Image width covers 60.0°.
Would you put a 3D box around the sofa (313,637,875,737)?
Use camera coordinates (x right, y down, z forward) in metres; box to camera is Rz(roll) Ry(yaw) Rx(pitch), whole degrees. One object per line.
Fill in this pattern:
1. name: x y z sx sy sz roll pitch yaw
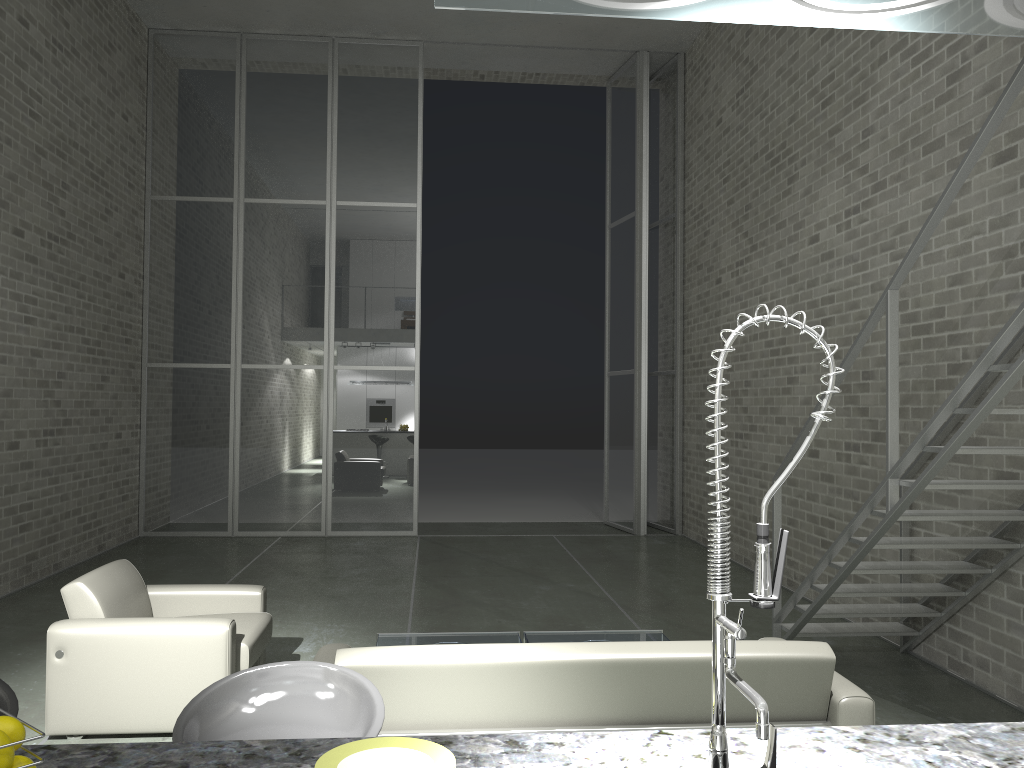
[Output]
1. sofa: 0.237 1.300 3.551 2.114 0.717 0.902 1 -1 -5

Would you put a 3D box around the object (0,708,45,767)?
1. object: -0.761 0.522 1.182 0.207 0.174 0.189 -1 -2 40

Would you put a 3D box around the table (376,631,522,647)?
1. table: -0.329 1.548 4.702 0.820 0.270 0.800 1 -1 -5

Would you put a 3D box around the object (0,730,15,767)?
1. object: -0.685 0.487 1.168 0.052 0.060 0.057 1 -2 -27

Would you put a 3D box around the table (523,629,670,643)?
1. table: 0.507 1.558 4.777 0.820 0.270 0.800 1 -1 -5

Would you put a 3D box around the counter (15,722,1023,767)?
1. counter: -0.320 1.091 1.099 4.400 0.960 0.900 1 -1 -5

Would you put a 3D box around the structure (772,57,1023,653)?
1. structure: 2.316 -0.442 3.604 0.902 4.246 4.345 1 -1 -5

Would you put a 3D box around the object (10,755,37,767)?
1. object: -0.669 0.527 1.191 0.063 0.051 0.053 -1 -2 44

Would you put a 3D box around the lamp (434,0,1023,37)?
1. lamp: 0.667 -0.921 0.989 1.490 0.964 0.290 1 -1 -5

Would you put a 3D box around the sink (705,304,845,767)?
1. sink: 0.357 0.388 1.063 0.987 1.023 0.546 1 -1 -5

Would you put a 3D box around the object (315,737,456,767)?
1. object: -0.196 0.597 1.379 0.216 0.017 0.217 0 -2 28

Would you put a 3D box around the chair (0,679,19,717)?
1. chair: -1.339 1.137 1.919 0.457 0.931 0.464 1 -2 -24

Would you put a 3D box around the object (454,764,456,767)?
1. object: -0.196 0.602 1.378 0.216 0.017 0.217 0 -2 28

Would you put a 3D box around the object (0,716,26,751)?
1. object: -0.701 0.484 1.219 0.063 0.051 0.053 0 -2 32

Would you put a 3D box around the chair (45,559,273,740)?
1. chair: -1.746 1.308 4.588 0.910 0.717 0.963 1 -1 -5

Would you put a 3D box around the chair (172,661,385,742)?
1. chair: -0.520 1.146 1.958 0.457 0.931 0.464 0 -1 9
